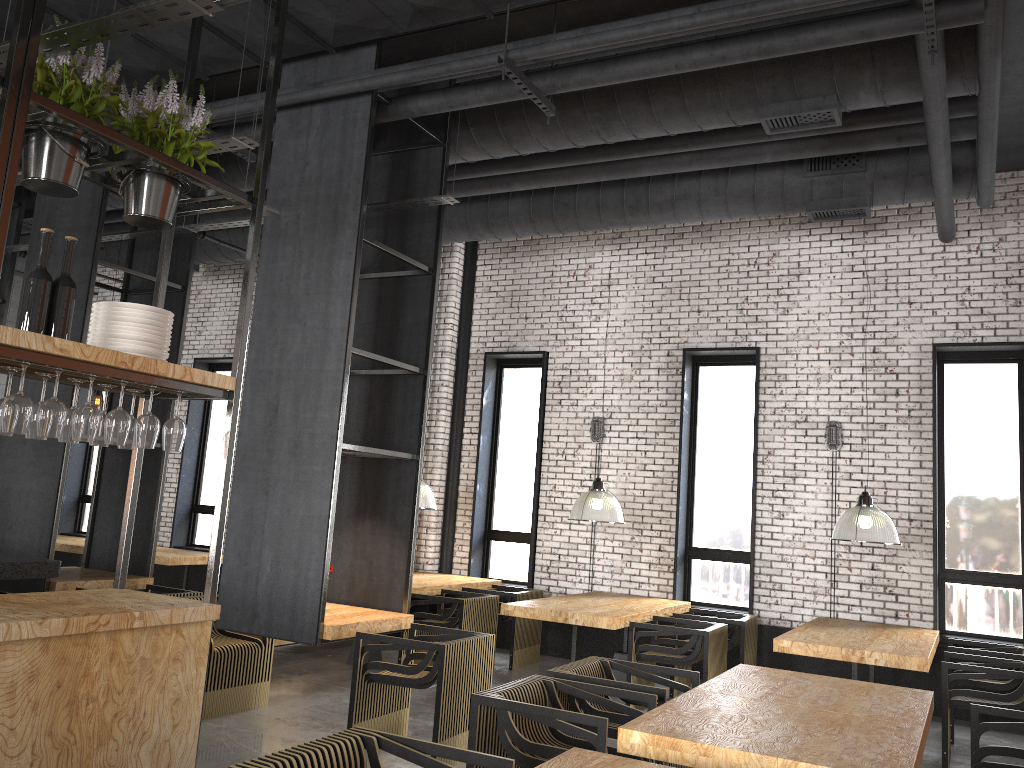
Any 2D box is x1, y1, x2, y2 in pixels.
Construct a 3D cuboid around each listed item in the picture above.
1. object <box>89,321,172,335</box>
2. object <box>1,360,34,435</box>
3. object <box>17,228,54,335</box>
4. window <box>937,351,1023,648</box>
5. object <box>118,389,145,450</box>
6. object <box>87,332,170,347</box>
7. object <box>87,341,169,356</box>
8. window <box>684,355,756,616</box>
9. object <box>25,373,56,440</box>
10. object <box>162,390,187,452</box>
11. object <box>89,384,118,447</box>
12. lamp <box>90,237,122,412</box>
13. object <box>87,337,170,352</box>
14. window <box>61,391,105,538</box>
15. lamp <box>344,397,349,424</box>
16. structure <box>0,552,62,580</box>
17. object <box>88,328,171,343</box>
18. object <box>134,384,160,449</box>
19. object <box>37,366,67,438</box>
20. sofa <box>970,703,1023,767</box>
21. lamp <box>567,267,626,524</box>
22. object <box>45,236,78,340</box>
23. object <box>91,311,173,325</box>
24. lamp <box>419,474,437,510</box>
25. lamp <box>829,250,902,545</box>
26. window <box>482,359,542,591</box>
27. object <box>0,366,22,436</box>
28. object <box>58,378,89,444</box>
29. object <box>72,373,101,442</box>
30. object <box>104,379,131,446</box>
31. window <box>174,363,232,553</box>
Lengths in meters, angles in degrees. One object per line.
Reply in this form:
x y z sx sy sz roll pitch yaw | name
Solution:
-1.670 -0.232 3.886 0.335 0.043 0.333 3 -8 11 | object
-1.799 0.047 3.240 0.101 0.268 0.101 8 -10 -25 | object
-1.871 -0.383 3.502 0.098 0.472 0.098 6 -9 -10 | object
4.314 1.012 8.134 0.748 2.707 0.364 -1 -10 27 | window
-1.722 0.161 4.008 0.101 0.268 0.100 6 -9 -9 | object
-1.675 -0.178 3.879 0.334 0.039 0.334 5 -8 -6 | object
-1.676 -0.139 3.872 0.334 0.037 0.334 5 -8 -6 | object
2.182 1.013 9.239 0.748 2.707 0.364 -1 -10 27 | window
-1.923 0.092 3.622 0.101 0.268 0.100 6 -9 -9 | object
-1.468 0.161 3.876 0.101 0.268 0.100 6 -9 -9 | object
-1.789 0.138 3.879 0.101 0.268 0.100 6 -9 -9 | object
-3.435 -0.515 7.556 0.108 1.604 0.108 7 -9 -15 | lamp
-1.675 -0.158 3.875 0.334 0.040 0.334 5 -8 -8 | object
-6.356 1.018 13.666 0.748 2.707 0.364 -1 -10 27 | window
-1.156 -0.517 6.375 0.108 1.604 0.108 4 -9 0 | lamp
-6.031 0.977 4.248 5.876 1.538 4.297 0 -9 27 | structure
-1.672 -0.197 3.881 0.334 0.041 0.334 11 -10 -40 | object
-1.535 0.138 3.748 0.101 0.268 0.100 6 -9 -9 | object
-1.736 0.069 3.361 0.101 0.268 0.100 6 -9 -9 | object
2.192 1.855 3.548 0.640 0.732 1.800 0 -9 27 | sofa
0.856 0.070 8.285 0.536 2.413 0.535 9 -10 -26 | lamp
-1.822 -0.366 3.596 0.098 0.472 0.098 6 -9 -10 | object
-1.668 -0.270 3.893 0.334 0.044 0.334 4 -8 -2 | object
-0.943 0.071 9.218 0.536 2.413 0.535 9 -10 -26 | lamp
2.890 0.069 7.231 0.536 2.413 0.535 9 -10 -26 | lamp
0.033 1.015 10.353 0.748 2.707 0.364 -1 -10 27 | window
-1.990 0.069 3.493 0.101 0.268 0.100 6 -9 -9 | object
-1.856 0.115 3.751 0.101 0.268 0.100 6 -9 -9 | object
-1.669 0.092 3.490 0.101 0.268 0.100 6 -9 -9 | object
-1.602 0.115 3.619 0.101 0.268 0.100 6 -9 -9 | object
-4.211 1.017 12.554 0.748 2.707 0.364 -1 -10 27 | window
